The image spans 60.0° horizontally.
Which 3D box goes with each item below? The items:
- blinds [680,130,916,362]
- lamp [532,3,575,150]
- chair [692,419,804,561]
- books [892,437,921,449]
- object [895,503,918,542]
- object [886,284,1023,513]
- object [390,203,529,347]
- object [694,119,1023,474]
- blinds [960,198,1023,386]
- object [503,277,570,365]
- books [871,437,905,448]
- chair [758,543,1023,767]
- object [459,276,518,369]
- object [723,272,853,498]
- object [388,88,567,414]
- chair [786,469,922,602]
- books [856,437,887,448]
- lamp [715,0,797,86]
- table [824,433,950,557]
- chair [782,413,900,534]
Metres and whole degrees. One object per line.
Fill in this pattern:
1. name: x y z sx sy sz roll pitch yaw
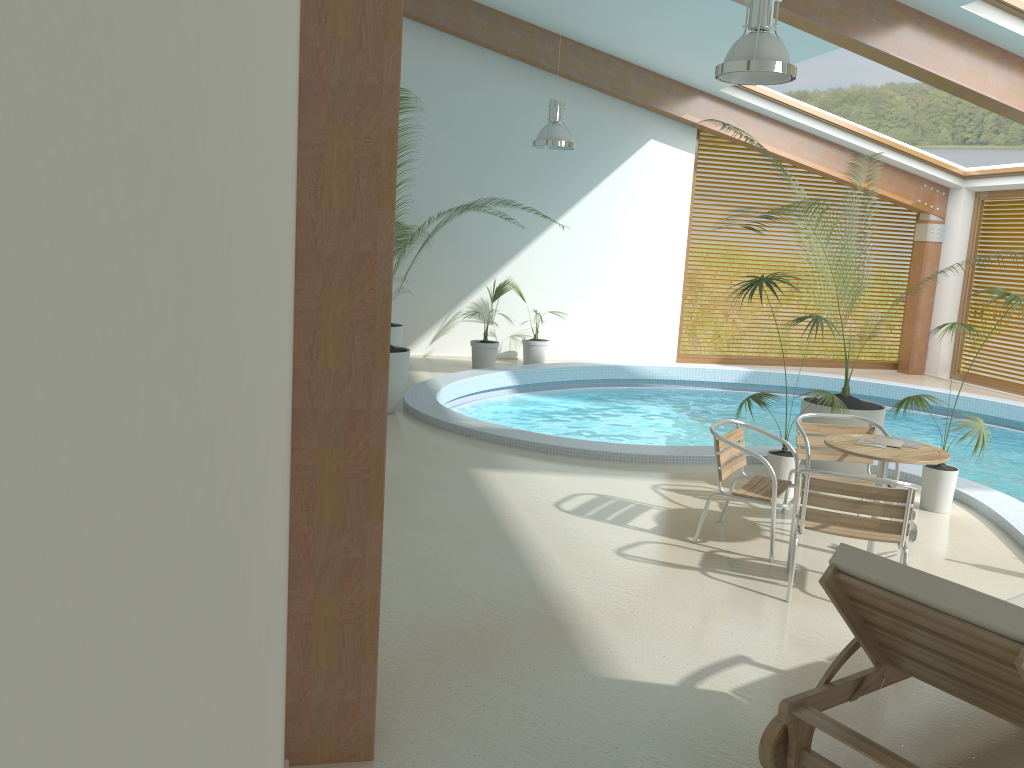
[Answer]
1. blinds: 4.754 -2.346 14.797 4.500 4.025 0.099 1 9 -13
2. lamp: 0.548 -3.776 10.397 0.506 1.958 0.505 1 9 -13
3. chair: 1.531 0.637 5.606 0.563 0.727 0.618 9 11 29
4. books: 2.410 0.362 5.436 0.166 0.004 0.241 8 10 28
5. object: 2.646 0.911 5.960 0.081 0.223 0.272 5 9 7
6. object: 3.321 0.115 6.526 0.791 1.695 1.059 -1 10 -25
7. object: -1.560 -1.608 11.313 2.729 2.960 2.979 -2 11 -32
8. object: 2.852 -0.639 7.009 2.979 2.960 2.729 4 9 4
9. blinds: 7.933 -1.204 12.461 0.095 2.921 4.200 1 9 -13
10. object: 0.359 -0.927 13.034 1.067 1.310 0.822 3 9 -1
11. books: 2.296 0.355 5.409 0.166 0.004 0.241 8 10 28
12. chair: 1.893 0.985 3.202 1.903 0.866 0.861 -3 11 -34
13. object: -0.286 -0.873 12.454 0.822 1.310 1.067 8 10 26
14. object: 2.033 0.018 6.634 1.059 1.695 0.791 7 10 23
15. object: -1.248 -1.211 8.977 2.979 2.960 2.729 12 12 42
16. chair: 1.832 0.787 4.798 0.618 0.727 0.563 7 10 19
17. books: 2.193 0.356 5.387 0.166 0.004 0.241 8 10 28
18. lamp: 1.614 -2.920 5.519 0.506 1.958 0.505 1 9 -13
19. table: 2.216 0.729 5.367 0.700 0.720 0.700 5 9 7
20. chair: 2.235 0.612 6.033 0.618 0.727 0.563 3 9 0
